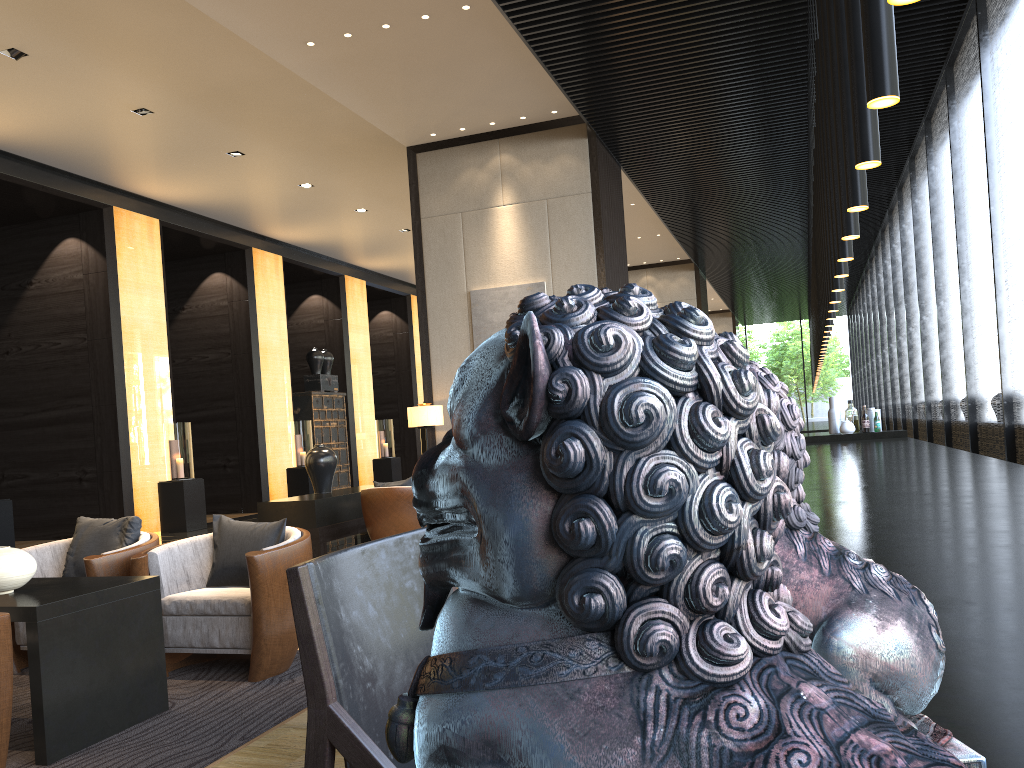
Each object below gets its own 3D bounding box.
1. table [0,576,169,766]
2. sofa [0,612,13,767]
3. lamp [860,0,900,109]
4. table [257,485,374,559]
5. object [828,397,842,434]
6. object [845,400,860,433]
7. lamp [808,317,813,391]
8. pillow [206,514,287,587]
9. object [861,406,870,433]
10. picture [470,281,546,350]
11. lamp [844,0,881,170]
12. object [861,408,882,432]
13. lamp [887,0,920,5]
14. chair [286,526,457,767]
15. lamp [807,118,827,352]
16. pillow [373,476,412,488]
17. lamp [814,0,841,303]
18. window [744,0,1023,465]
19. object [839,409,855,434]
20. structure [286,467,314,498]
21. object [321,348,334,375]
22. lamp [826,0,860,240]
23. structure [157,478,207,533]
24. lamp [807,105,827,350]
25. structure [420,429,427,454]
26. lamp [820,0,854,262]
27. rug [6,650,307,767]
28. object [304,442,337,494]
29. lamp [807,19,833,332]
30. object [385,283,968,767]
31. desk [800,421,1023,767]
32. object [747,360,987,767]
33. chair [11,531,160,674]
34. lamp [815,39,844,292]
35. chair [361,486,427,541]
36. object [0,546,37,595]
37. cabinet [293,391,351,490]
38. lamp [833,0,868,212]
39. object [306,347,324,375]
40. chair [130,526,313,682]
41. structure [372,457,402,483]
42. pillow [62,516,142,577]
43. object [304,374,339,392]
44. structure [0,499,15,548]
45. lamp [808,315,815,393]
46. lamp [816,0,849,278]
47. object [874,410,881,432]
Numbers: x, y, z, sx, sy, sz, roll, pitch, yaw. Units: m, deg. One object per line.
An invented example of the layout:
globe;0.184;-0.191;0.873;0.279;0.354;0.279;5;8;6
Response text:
table;-1.922;1.029;3.301;1.043;0.517;0.575;-5;-2;19
sofa;-2.183;0.921;2.565;1.451;0.693;0.602;-5;-1;19
lamp;0.654;-1.764;1.753;0.060;2.420;0.060;-4;0;13
table;-1.624;1.298;8.551;0.621;0.513;1.959;-5;-3;18
object;2.990;0.292;8.210;0.113;0.344;0.113;-4;0;14
object;3.146;0.301;8.204;0.129;0.305;0.129;-4;0;4
lamp;9.192;-0.933;27.212;0.060;2.420;0.060;-4;0;23
pillow;-1.234;0.778;4.178;0.442;0.338;0.204;-5;-1;25
object;3.198;0.321;8.015;0.067;0.237;0.067;-4;0;12
picture;0.003;-0.285;9.375;0.835;1.502;0.037;-4;0;19
lamp;0.804;-1.750;2.198;0.060;2.420;0.060;-4;0;13
object;3.290;0.328;8.101;0.169;0.219;0.168;-4;-1;14
lamp;0.502;-1.779;1.298;0.060;2.420;0.060;-4;0;13
chair;0.005;0.636;1.289;0.564;0.827;0.525;-4;-1;18
lamp;3.065;-1.529;8.943;0.060;2.420;0.060;-4;0;13
pillow;-0.969;0.940;7.410;0.442;0.338;0.204;-5;-1;25
lamp;1.718;-1.661;4.924;0.060;2.420;0.060;-4;0;23
window;0.303;-0.343;14.784;12.069;4.226;31.874;-5;-3;18
object;3.049;0.343;8.061;0.136;0.217;0.136;-4;-1;6
structure;-3.324;1.657;14.222;0.403;0.658;0.402;-4;-1;18
object;-3.377;-0.398;15.993;0.311;0.493;0.311;-4;-1;0
lamp;1.109;-1.720;3.109;0.060;2.420;0.060;-4;0;13
structure;-4.257;1.566;11.438;0.403;0.658;0.402;-4;-1;18
lamp;2.928;-1.543;8.534;0.060;2.420;0.060;-4;0;13
structure;-0.879;1.002;10.345;0.240;1.218;0.240;-4;0;18
lamp;1.259;-1.705;3.557;0.060;2.420;0.060;-4;0;13
rug;-1.834;1.284;3.350;2.043;0.008;2.241;-5;-3;18
object;-1.838;0.808;8.538;0.312;0.493;0.311;-4;-1;37
lamp;2.315;-1.603;6.705;0.060;2.420;0.060;-4;0;13
object;0.040;0.128;0.235;0.209;0.313;0.163;-5;-1;43
desk;4.305;1.020;12.939;1.782;0.759;28.724;-5;-3;18
object;0.125;0.137;0.471;0.207;0.310;0.162;-4;-1;-1
chair;-2.071;1.058;4.339;0.805;0.604;0.606;-5;-2;19
lamp;1.561;-1.676;4.455;0.060;2.420;0.060;-4;0;13
chair;-0.913;1.155;7.523;0.805;0.604;0.606;-5;-2;19
object;-1.865;0.679;3.218;0.245;0.168;0.246;-3;-2;-24
cabinet;-3.435;1.126;15.840;0.548;1.923;1.186;-4;-1;18
lamp;0.962;-1.734;2.670;0.060;2.420;0.060;-4;0;13
object;-3.483;-0.409;15.678;0.311;0.493;0.312;-4;-1;-15
chair;-1.261;0.987;4.066;0.805;0.604;0.606;-5;-2;19
structure;-2.390;1.747;17.005;0.403;0.658;0.402;-4;-1;18
pillow;-2.047;0.845;4.450;0.399;0.362;0.222;-4;-1;19
object;-3.396;0.000;15.826;0.365;0.315;0.606;-4;-3;18
structure;-5.190;1.475;8.655;0.403;0.658;0.402;-4;-1;18
lamp;9.028;-0.949;26.724;0.060;2.420;0.060;-4;0;23
lamp;1.404;-1.691;3.987;0.060;2.420;0.060;-4;0;23
object;3.276;0.332;7.947;0.056;0.197;0.056;-4;0;20
